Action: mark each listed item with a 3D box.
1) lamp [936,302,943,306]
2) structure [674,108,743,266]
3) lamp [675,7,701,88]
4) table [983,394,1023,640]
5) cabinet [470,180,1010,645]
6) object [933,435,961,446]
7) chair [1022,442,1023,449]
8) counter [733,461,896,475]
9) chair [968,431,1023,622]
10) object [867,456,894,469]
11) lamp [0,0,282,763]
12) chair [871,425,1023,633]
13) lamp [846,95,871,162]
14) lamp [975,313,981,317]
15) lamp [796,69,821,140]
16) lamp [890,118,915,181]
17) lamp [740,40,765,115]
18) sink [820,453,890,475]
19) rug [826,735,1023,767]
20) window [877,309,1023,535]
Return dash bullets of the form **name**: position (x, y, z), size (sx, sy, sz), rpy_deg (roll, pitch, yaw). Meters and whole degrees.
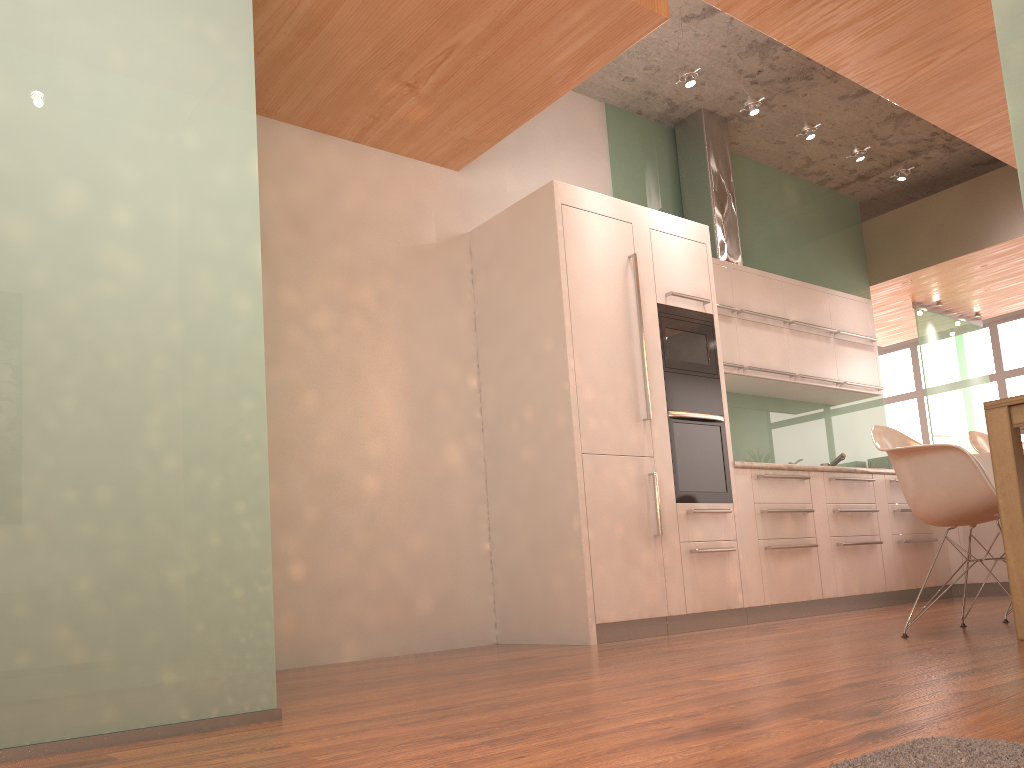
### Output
- **lamp**: position (3.934, -0.951, 8.181), size (0.104, 0.464, 0.154), rpy_deg (-8, -9, 23)
- **structure**: position (1.348, -1.280, 6.053), size (0.262, 1.118, 0.259), rpy_deg (2, -10, -38)
- **lamp**: position (0.950, -1.860, 4.850), size (0.154, 0.464, 0.104), rpy_deg (-7, -8, 19)
- **table**: position (2.787, 0.434, 3.233), size (2.071, 0.798, 1.043), rpy_deg (6, -15, -38)
- **cabinet**: position (2.098, 0.225, 5.342), size (4.240, 2.245, 1.945), rpy_deg (5, -13, -38)
- **object**: position (3.229, 0.530, 6.619), size (0.261, 0.301, 0.267), rpy_deg (0, -11, -22)
- **chair**: position (2.876, 0.648, 4.301), size (0.684, 0.849, 0.652), rpy_deg (5, -13, -43)
- **counter**: position (2.939, -0.255, 5.251), size (3.064, 1.329, 3.271), rpy_deg (5, -15, -37)
- **chair**: position (2.376, 0.568, 3.797), size (0.684, 0.849, 0.652), rpy_deg (5, -13, -43)
- **object**: position (2.964, 0.678, 6.967), size (0.153, 0.199, 0.241), rpy_deg (3, -13, -38)
- **lamp**: position (2.021, -0.816, 3.254), size (8.195, 3.357, 0.452), rpy_deg (0, -9, -20)
- **chair**: position (1.785, 0.519, 3.432), size (0.684, 0.837, 0.652), rpy_deg (5, -13, -43)
- **lamp**: position (2.289, -1.715, 5.892), size (0.154, 0.464, 0.104), rpy_deg (-7, -8, 19)
- **lamp**: position (4.533, -0.887, 8.646), size (0.104, 0.464, 0.154), rpy_deg (-8, -9, 23)
- **lamp**: position (1.842, -1.764, 5.544), size (0.154, 0.464, 0.104), rpy_deg (-7, -8, 19)
- **lamp**: position (2.736, -1.667, 6.239), size (0.154, 0.464, 0.104), rpy_deg (-7, -8, 19)
- **lamp**: position (1.395, -1.812, 5.196), size (0.154, 0.464, 0.104), rpy_deg (-7, -8, 19)
- **sink**: position (2.507, 0.671, 6.396), size (0.642, 0.377, 0.627), rpy_deg (5, -15, -38)
- **rug**: position (0.229, 0.336, 0.251), size (2.070, 0.009, 1.301), rpy_deg (6, -16, -37)
- **window**: position (6.694, 0.434, 9.975), size (0.062, 3.232, 8.707), rpy_deg (2, -13, -38)
